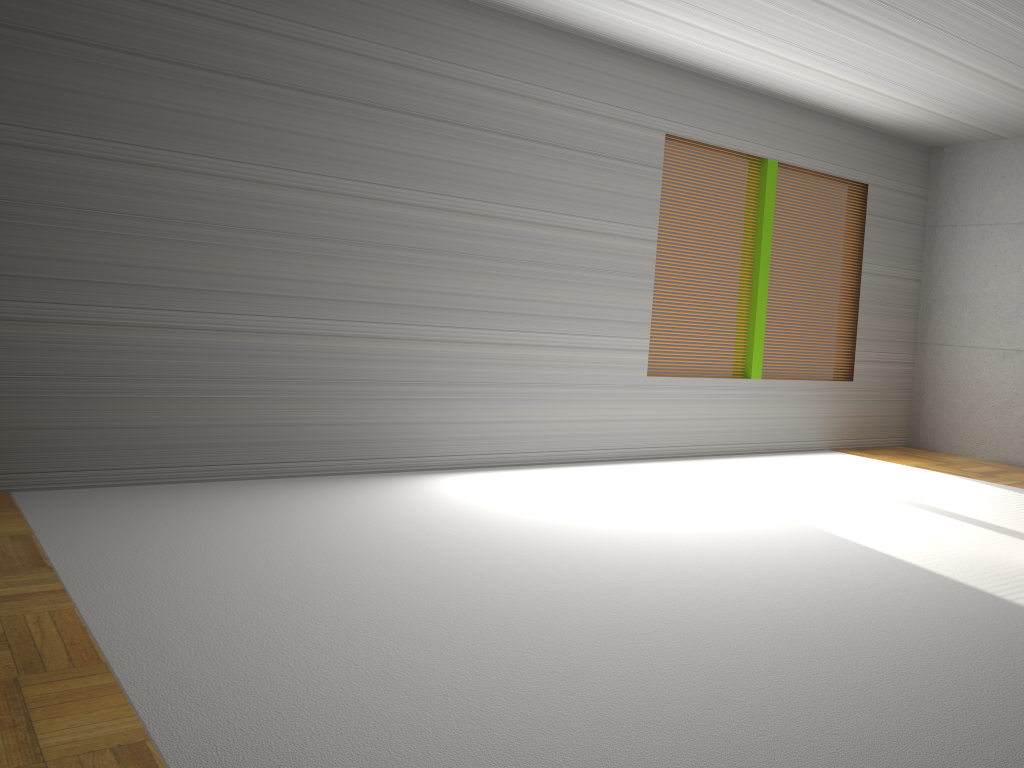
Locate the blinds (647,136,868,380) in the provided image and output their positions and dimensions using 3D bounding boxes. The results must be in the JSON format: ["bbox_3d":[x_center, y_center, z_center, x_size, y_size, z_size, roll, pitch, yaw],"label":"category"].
[{"bbox_3d":[2.131,-0.963,7.814,3.524,2.044,0.012,2,2,-36],"label":"blinds"}]
